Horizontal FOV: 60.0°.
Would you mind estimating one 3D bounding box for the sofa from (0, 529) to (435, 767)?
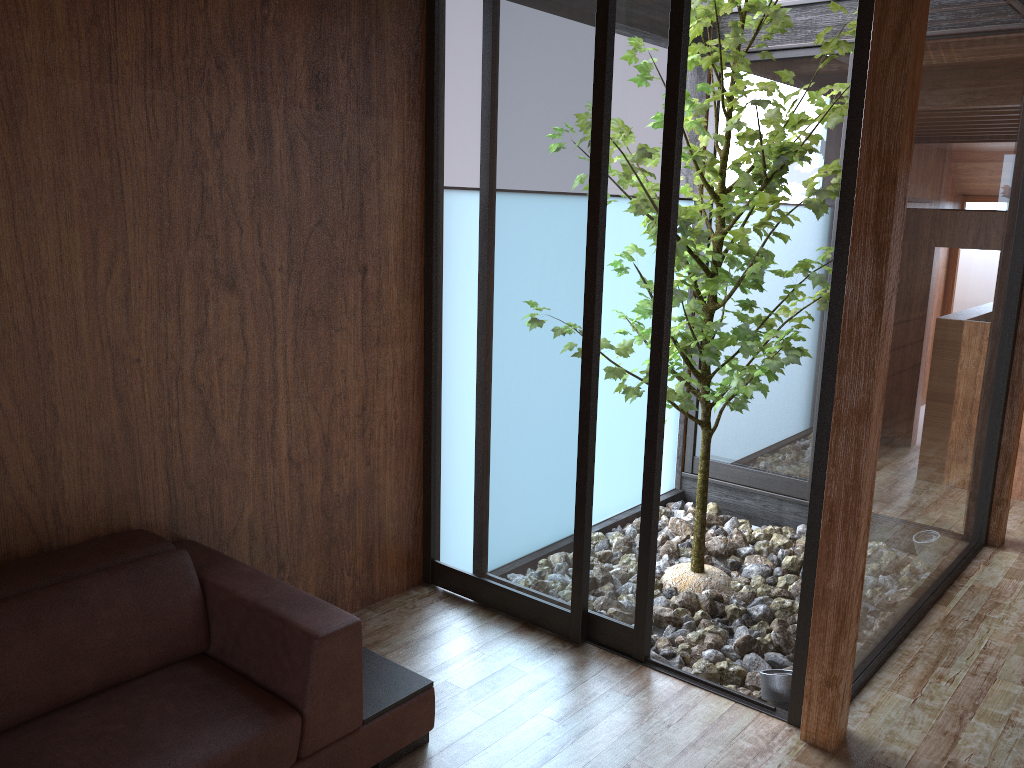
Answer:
[{"bbox_3d":[-0.954,0.810,1.420,1.685,0.760,2.523,11,15,38],"label":"sofa"}]

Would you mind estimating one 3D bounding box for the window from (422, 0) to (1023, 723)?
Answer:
[{"bbox_3d":[1.655,-1.117,2.355,4.070,5.137,14.068,11,15,38],"label":"window"}]
